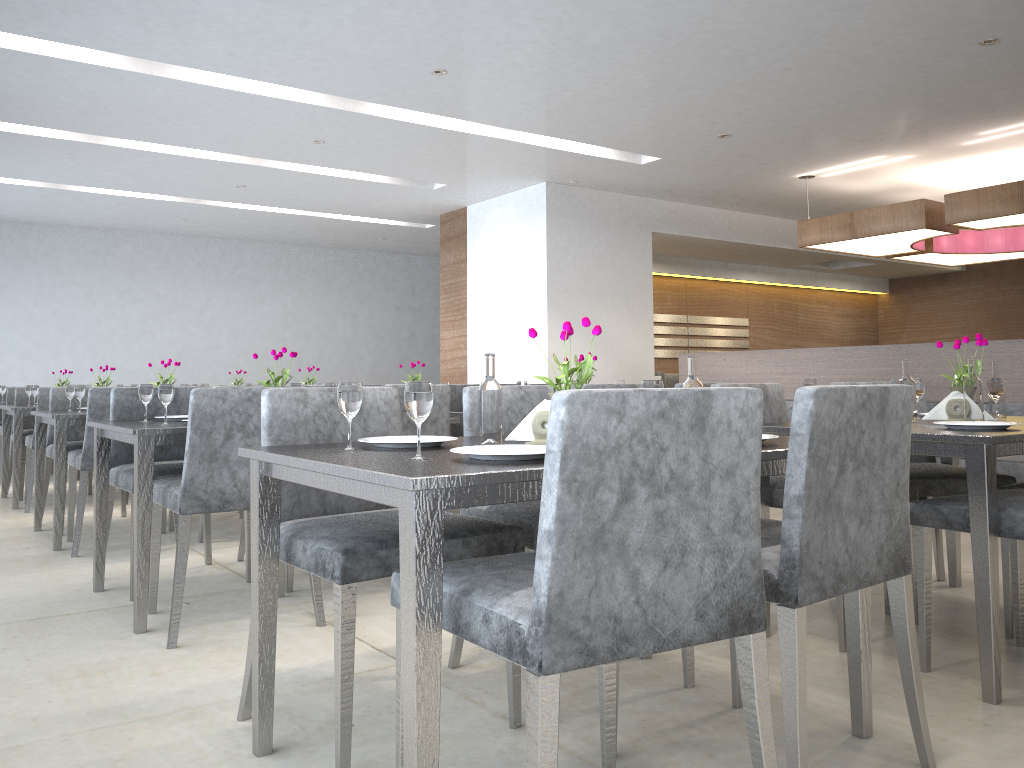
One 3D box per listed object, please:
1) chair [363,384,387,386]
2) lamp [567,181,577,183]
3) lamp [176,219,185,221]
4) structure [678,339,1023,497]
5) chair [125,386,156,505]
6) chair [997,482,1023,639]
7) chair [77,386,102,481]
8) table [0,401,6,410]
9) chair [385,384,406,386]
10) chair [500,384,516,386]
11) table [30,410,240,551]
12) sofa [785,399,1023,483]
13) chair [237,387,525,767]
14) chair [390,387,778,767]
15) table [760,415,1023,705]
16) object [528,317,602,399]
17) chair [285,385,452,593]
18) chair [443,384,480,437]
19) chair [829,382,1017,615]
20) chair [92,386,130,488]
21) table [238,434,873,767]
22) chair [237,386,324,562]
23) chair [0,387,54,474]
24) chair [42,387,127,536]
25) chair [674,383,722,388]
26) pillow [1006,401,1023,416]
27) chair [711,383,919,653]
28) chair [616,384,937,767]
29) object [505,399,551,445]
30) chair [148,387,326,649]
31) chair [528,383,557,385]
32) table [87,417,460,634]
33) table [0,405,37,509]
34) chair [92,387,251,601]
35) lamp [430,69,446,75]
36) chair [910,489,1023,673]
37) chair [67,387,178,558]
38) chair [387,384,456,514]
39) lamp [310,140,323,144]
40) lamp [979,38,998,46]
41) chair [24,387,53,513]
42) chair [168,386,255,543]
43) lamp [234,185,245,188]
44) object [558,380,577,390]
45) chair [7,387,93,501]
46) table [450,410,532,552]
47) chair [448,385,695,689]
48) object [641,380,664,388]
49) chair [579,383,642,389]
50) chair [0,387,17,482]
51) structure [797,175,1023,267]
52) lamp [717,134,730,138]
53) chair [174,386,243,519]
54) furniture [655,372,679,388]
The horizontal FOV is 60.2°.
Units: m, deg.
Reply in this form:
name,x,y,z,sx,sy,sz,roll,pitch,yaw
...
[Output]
name,x,y,z,sx,sy,sz,roll,pitch,yaw
chair,-1.224,0.385,6.921,0.476,0.766,0.491,2,-4,-40
lamp,0.516,-1.754,7.675,0.089,0.007,0.088,0,0,10
lamp,-3.502,-1.728,9.334,0.089,0.007,0.088,0,0,10
structure,2.627,0.233,6.203,0.223,1.012,3.764,2,-2,-35
chair,-2.468,0.397,6.053,0.476,0.766,0.491,2,-4,-40
chair,1.792,0.373,2.625,0.476,0.766,0.491,2,-4,-40
chair,-3.488,0.401,7.507,0.476,0.766,0.491,2,-4,-40
table,-3.879,0.466,7.605,1.188,0.637,0.775,0,-2,-35
chair,-0.612,0.383,6.067,0.476,0.766,0.490,1,-4,-30
chair,-0.243,0.381,5.524,0.476,0.766,0.491,2,-4,-40
table,-1.878,0.458,4.755,1.188,0.637,0.775,0,-2,-35
sofa,2.204,0.430,5.886,0.835,0.631,3.789,1,-1,-35
chair,-0.308,0.390,2.045,0.476,0.766,0.491,2,-4,-40
chair,0.113,0.388,1.459,0.476,0.766,0.490,1,-4,-30
table,1.401,0.438,2.723,1.188,0.637,0.775,0,-2,-35
object,0.126,-0.007,1.922,0.154,0.278,0.103,2,-5,-37
chair,-0.517,0.389,3.273,0.476,0.766,0.491,2,-4,-40
chair,-0.093,0.383,4.379,0.476,0.766,0.491,2,-4,-40
chair,1.436,0.374,3.180,0.477,0.766,0.490,0,-3,-5
chair,-2.836,0.398,6.596,0.476,0.766,0.490,1,-4,-30
table,0.121,0.450,1.906,1.188,0.637,0.775,0,-2,-35
chair,-0.886,0.390,3.816,0.476,0.766,0.490,1,-4,-30
chair,-4.308,0.406,7.744,0.476,0.766,0.491,2,-4,-40
chair,-2.307,0.398,4.894,0.476,0.766,0.491,2,-4,-40
chair,0.727,0.377,4.142,0.476,0.766,0.491,2,-4,-40
pillow,3.073,0.245,4.951,0.181,0.321,0.636,2,-2,-35
chair,0.961,0.379,2.858,0.476,0.766,0.491,2,-4,-40
chair,0.512,0.384,1.807,0.476,0.766,0.491,2,-4,-40
object,0.076,0.082,1.874,0.203,0.100,0.070,-1,-3,25
chair,-0.916,0.392,2.925,0.476,0.766,0.490,1,-4,-30
chair,0.358,0.379,4.685,0.476,0.766,0.490,1,-4,-30
table,-0.908,0.454,3.372,1.188,0.637,0.775,0,-2,-35
table,-2.858,0.462,6.151,1.188,0.637,0.775,0,-2,-35
chair,-1.337,0.394,3.511,0.476,0.766,0.491,2,-4,-40
lamp,-0.414,-1.740,4.934,0.089,0.007,0.088,0,0,10
chair,1.393,0.377,2.276,0.476,0.766,0.490,1,-4,-30
chair,-1.886,0.396,4.307,0.476,0.766,0.490,1,-4,-30
chair,-0.642,0.385,5.176,0.476,0.766,0.490,1,-4,-30
lamp,-1.399,-1.736,6.338,0.089,0.007,0.088,0,0,10
lamp,2.453,-1.761,4.552,0.089,0.007,0.088,0,0,10
chair,-2.866,0.400,5.704,0.476,0.766,0.490,1,-4,-30
chair,-1.487,0.393,4.656,0.476,0.766,0.491,2,-4,-40
lamp,-2.391,-1.732,7.751,0.089,0.007,0.088,0,0,10
object,0.139,0.061,2.150,0.053,0.140,0.053,-1,-4,13
chair,-3.288,0.402,6.290,0.476,0.766,0.491,2,-4,-40
table,0.336,0.443,4.240,1.188,0.637,0.775,0,-2,-35
chair,0.143,0.386,2.350,0.476,0.766,0.490,1,-4,-30
object,0.316,0.060,1.982,0.053,0.140,0.053,-1,-4,13
chair,0.328,0.381,3.793,0.476,0.766,0.490,1,-4,-30
chair,-3.887,0.404,7.158,0.476,0.766,0.490,1,-4,-30
structure,4.132,-1.485,7.266,2.444,0.621,2.436,0,0,-35
lamp,1.501,-1.758,6.271,0.089,0.007,0.088,0,0,10
chair,-1.856,0.394,5.199,0.476,0.766,0.490,1,-4,-30
furniture,4.133,0.292,9.154,5.642,0.857,4.246,0,0,-35
